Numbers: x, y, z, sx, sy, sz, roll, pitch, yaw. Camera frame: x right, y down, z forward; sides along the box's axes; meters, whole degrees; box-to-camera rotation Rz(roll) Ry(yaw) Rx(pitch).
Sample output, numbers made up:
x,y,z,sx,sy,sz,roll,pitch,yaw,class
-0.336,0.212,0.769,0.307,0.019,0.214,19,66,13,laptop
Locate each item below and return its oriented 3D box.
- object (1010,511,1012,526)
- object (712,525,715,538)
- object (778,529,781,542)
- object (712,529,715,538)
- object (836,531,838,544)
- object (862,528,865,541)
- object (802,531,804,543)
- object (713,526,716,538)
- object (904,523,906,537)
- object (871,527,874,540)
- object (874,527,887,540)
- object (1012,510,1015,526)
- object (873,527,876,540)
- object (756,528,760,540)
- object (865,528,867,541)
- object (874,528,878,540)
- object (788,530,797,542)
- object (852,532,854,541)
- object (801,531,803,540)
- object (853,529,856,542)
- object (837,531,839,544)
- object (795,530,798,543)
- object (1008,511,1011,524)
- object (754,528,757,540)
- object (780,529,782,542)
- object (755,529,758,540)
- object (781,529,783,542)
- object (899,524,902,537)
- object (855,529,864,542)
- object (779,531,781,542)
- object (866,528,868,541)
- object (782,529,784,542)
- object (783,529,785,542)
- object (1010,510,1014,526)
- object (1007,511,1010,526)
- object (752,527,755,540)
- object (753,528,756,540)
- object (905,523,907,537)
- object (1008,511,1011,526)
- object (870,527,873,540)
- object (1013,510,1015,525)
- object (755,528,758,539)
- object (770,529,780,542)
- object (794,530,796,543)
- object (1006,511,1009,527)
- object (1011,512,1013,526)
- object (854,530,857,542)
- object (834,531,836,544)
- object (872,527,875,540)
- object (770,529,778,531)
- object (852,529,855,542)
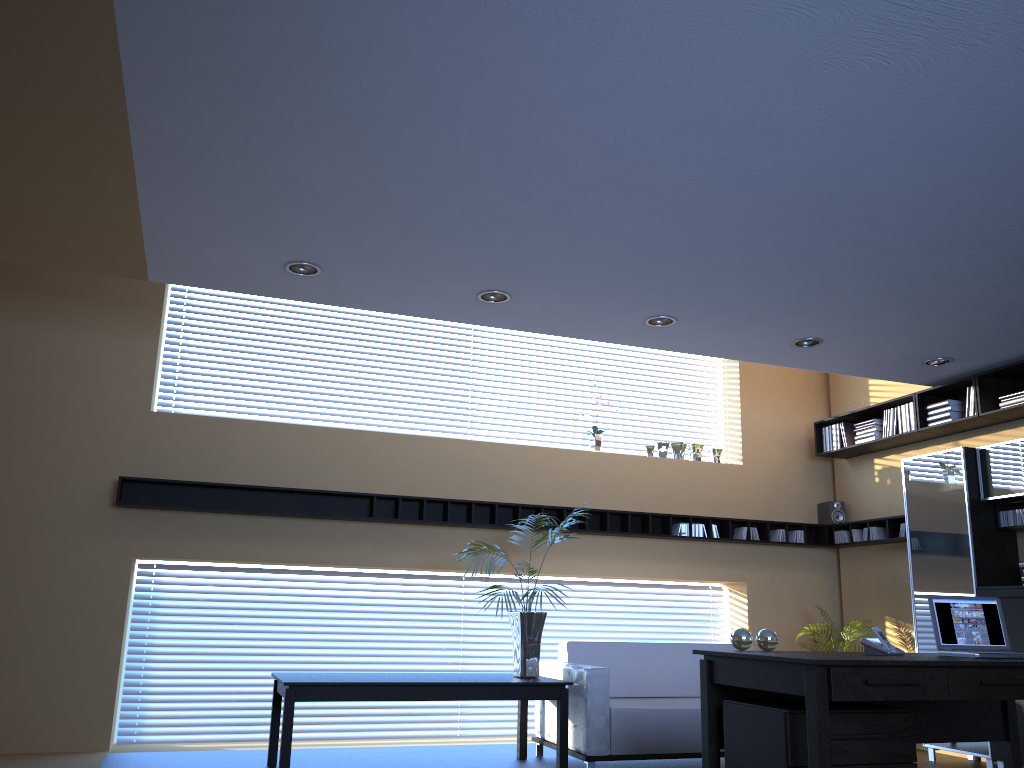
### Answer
x,y,z,sx,sy,sz,roll,pitch,yaw,class
3.865,1.031,6.778,0.140,0.118,0.006,6,-14,-18,object
1.856,1.391,8.341,0.026,0.117,0.141,6,-15,-18,object
2.548,1.472,8.583,0.030,0.119,0.143,6,-15,-19,object
1.854,1.391,8.343,0.030,0.119,0.143,6,-15,-19,object
3.211,1.492,8.596,0.142,0.119,0.009,6,-14,-19,object
3.332,1.408,8.261,0.142,0.118,0.040,6,-14,-19,object
2.800,1.497,8.658,0.009,0.119,0.143,6,-15,-18,object
1.864,1.392,8.346,0.030,0.119,0.143,6,-15,-19,object
3.504,1.288,7.789,0.142,0.119,0.030,6,-14,-19,object
3.373,1.379,8.149,0.142,0.119,0.030,6,-14,-19,object
3.388,1.369,8.106,0.142,0.118,0.040,6,-14,-19,object
3.877,1.027,6.762,0.142,0.119,0.009,6,-14,-19,object
3.380,1.374,8.130,0.142,0.119,0.030,6,-14,-19,object
2.315,1.446,8.502,0.040,0.118,0.143,6,-15,-19,object
3.344,1.399,8.228,0.142,0.119,0.030,6,-14,-19,object
3.383,1.372,8.121,0.142,0.119,0.030,6,-14,-19,object
2.718,1.490,8.634,0.040,0.118,0.143,6,-15,-19,object
3.285,1.440,8.392,0.142,0.119,0.030,6,-14,-19,object
2.790,1.497,8.655,0.009,0.119,0.143,6,-15,-19,object
3.292,1.436,8.373,0.142,0.119,0.030,6,-14,-19,object
3.215,1.489,8.586,0.142,0.119,0.009,6,-14,-19,object
2.739,1.493,8.647,0.009,0.119,0.143,6,-15,-19,object
3.865,1.034,6.789,0.142,0.119,0.009,6,-14,-18,object
2.292,1.441,8.492,0.030,0.119,0.143,6,-15,-19,object
2.559,1.471,8.580,0.026,0.117,0.141,6,-15,-19,object
2.301,1.443,8.496,0.030,0.119,0.143,6,-15,-19,object
2.569,1.473,8.586,0.030,0.119,0.143,6,-15,-19,object
3.488,1.299,7.832,0.142,0.118,0.040,6,-14,-19,object
3.300,1.431,8.350,0.142,0.118,0.040,6,-14,-19,object
2.559,1.472,8.584,0.030,0.119,0.143,6,-15,-19,object
3.348,1.396,8.219,0.142,0.119,0.030,6,-14,-19,object
2.580,1.474,8.586,0.030,0.119,0.143,6,-15,-19,object
2.598,1.476,8.596,0.009,0.119,0.143,6,-15,-18,object
3.870,1.029,6.770,0.142,0.119,0.009,6,-14,-19,object
3.860,1.036,6.797,0.142,0.119,0.009,6,-14,-19,object
2.272,1.439,8.486,0.030,0.119,0.143,6,-15,-19,object
2.283,1.440,8.486,0.030,0.119,0.143,6,-15,-19,object
3.511,1.282,7.770,0.142,0.119,0.009,6,-14,-19,object
3.863,1.033,6.788,0.140,0.118,0.006,6,-14,-18,object
3.366,1.383,8.168,0.142,0.119,0.009,6,-14,-19,object
3.879,1.024,6.752,0.142,0.119,0.009,6,-14,-19,object
2.303,1.442,8.492,0.026,0.117,0.141,6,-15,-19,object
2.534,1.471,8.577,0.040,0.118,0.143,6,-15,-19,object
2.719,1.490,8.631,0.041,0.121,0.143,6,-15,-19,object
3.858,1.038,6.807,0.142,0.119,0.009,6,-14,-19,object
3.869,1.029,6.769,0.140,0.118,0.006,6,-14,-19,object
3.295,1.433,8.364,0.142,0.119,0.030,6,-14,-19,object
3.201,1.499,8.624,0.142,0.119,0.009,6,-14,-19,object
3.377,1.376,8.140,0.142,0.119,0.030,6,-14,-19,object
2.534,1.472,8.579,0.041,0.121,0.143,6,-15,-19,object
3.288,1.438,8.383,0.142,0.119,0.030,6,-14,-19,object
